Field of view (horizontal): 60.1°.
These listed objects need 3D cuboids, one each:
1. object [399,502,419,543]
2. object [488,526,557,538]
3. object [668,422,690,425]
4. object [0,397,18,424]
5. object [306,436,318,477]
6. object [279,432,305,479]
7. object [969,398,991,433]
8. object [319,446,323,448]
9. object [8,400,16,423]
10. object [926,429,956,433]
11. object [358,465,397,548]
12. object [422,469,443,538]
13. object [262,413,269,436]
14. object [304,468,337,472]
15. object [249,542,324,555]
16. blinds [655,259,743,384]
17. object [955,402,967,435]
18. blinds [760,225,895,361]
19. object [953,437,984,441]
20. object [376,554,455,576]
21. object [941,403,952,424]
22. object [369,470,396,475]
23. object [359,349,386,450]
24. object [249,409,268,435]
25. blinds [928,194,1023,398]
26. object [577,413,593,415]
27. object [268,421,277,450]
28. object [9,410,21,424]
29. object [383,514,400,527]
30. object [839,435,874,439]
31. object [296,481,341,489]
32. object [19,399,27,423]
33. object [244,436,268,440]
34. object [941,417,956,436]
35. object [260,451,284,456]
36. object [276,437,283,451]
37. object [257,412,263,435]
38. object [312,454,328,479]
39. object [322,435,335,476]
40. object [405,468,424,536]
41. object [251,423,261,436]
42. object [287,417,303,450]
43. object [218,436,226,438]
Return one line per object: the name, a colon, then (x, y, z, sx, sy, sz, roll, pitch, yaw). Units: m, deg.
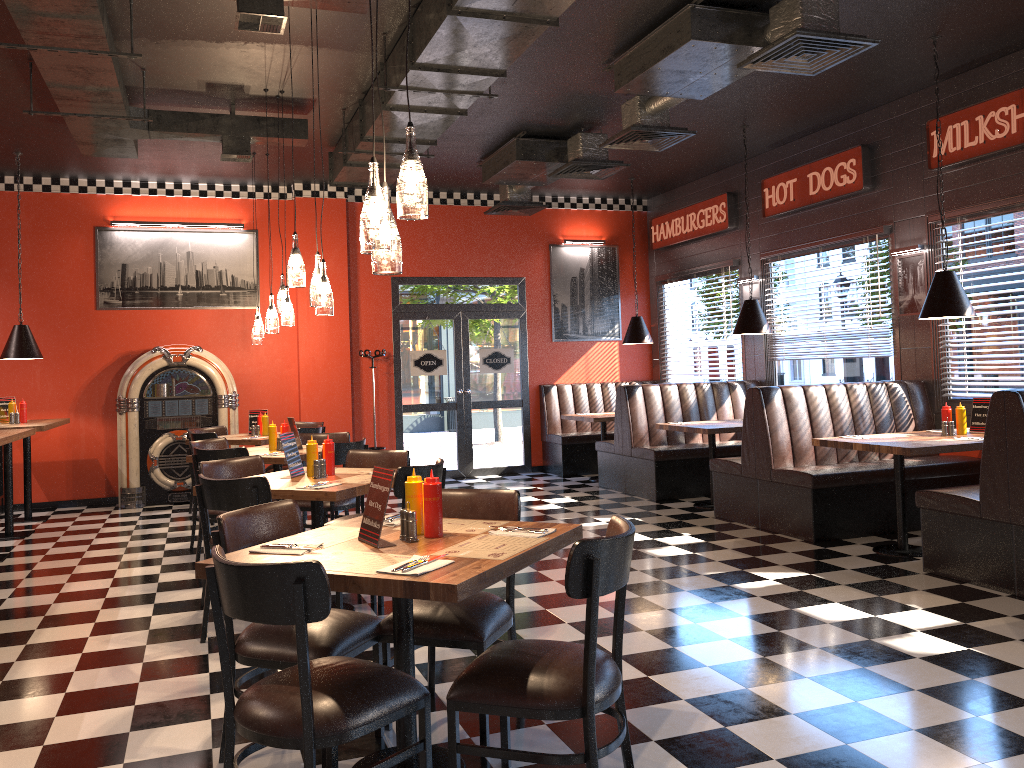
object: (-0.360, 0.478, 3.083, 0.047, 0.136, 0.093, -1, -1, -30)
object: (0.018, 0.522, 3.165, 0.255, 0.019, 0.157, -1, 1, 29)
object: (1.638, 0.380, 8.652, 0.157, 0.019, 0.255, -2, 1, -14)
object: (-4.917, 0.255, 8.634, 0.072, 0.257, 0.188, -3, -1, 30)
object: (-1.163, 0.419, 5.162, 0.068, 0.238, 0.068, -2, -2, -14)
object: (-1.288, 0.414, 5.189, 0.072, 0.257, 0.188, -2, -1, 10)
object: (3.472, 0.232, 6.526, 0.072, 0.257, 0.188, -1, -1, -30)
object: (-1.472, 0.507, 7.234, 0.255, 0.019, 0.157, -1, 1, 28)
object: (-4.836, 0.262, 8.574, 0.068, 0.238, 0.068, -1, -2, -26)
object: (3.296, 0.355, 6.725, 0.157, 0.019, 0.255, -2, 1, -24)
object: (-0.470, 0.420, 3.062, 0.072, 0.257, 0.188, -1, -1, -30)
object: (-0.281, 0.422, 3.139, 0.068, 0.238, 0.068, -3, -2, 23)
object: (-2.501, 0.403, 8.988, 0.068, 0.238, 0.068, -1, -2, -22)
object: (-1.206, 0.526, 5.453, 0.157, 0.019, 0.255, -2, 1, 18)
object: (-0.741, 0.550, 2.989, 0.255, 0.019, 0.157, -2, 1, 20)
blinds: (2.326, -0.637, 11.162, 0.099, 1.636, 1.867, -1, 0, -20)
object: (3.262, 0.250, 6.436, 0.068, 0.238, 0.068, -2, -1, 4)
blinds: (3.121, -0.843, 8.914, 0.100, 1.207, 1.867, -1, 0, -20)
object: (3.128, 0.371, 6.039, 0.157, 0.019, 0.255, -2, 1, -21)
object: (-0.279, 0.540, 2.674, 0.157, 0.019, 0.255, -1, 1, 28)
object: (3.173, 0.253, 6.463, 0.068, 0.238, 0.068, -2, -1, 4)
object: (-0.732, 0.515, 5.182, 0.255, 0.019, 0.157, -2, 1, 25)
object: (-1.667, 0.411, 10.730, 0.374, 1.660, 0.374, -2, -2, 3)
object: (-2.620, 0.395, 9.145, 0.188, 0.257, 0.072, -2, -1, -10)
blinds: (3.927, -0.660, 6.662, 0.101, 1.554, 1.867, -1, 0, -20)
object: (0.906, 0.368, 10.936, 0.157, 0.019, 0.255, -2, 1, -19)
object: (-1.926, 0.413, 7.138, 0.068, 0.238, 0.068, -2, -2, -14)
object: (-4.759, 0.314, 8.476, 0.094, 0.136, 0.046, -1, -2, -40)
object: (-0.484, 0.534, 3.472, 0.157, 0.019, 0.255, -1, 1, 26)
object: (2.522, 0.385, 6.460, 0.157, 0.019, 0.255, -2, 1, -19)
object: (-1.010, 0.532, 4.699, 0.157, 0.019, 0.255, -1, 1, 28)
object: (-4.745, 0.259, 8.596, 0.068, 0.238, 0.068, -1, -2, -26)
object: (-2.483, 0.519, 8.596, 0.157, 0.019, 0.255, -1, 1, 29)
object: (3.137, 0.307, 6.378, 0.093, 0.136, 0.046, -2, -1, 5)
object: (-1.793, 0.526, 6.715, 0.157, 0.019, 0.255, -1, 1, 27)
object: (-1.853, 0.464, 7.068, 0.047, 0.136, 0.093, -1, -1, -30)
object: (-2.565, 0.404, 9.055, 0.068, 0.238, 0.068, -1, -2, -22)
object: (-1.101, 0.471, 5.077, 0.046, 0.136, 0.094, -3, -1, 30)
object: (-1.074, 0.416, 5.192, 0.068, 0.238, 0.068, -2, -2, -14)
object: (-0.351, 0.423, 3.201, 0.068, 0.238, 0.068, -2, -1, -5)
object: (-2.594, 0.459, 8.968, 0.094, 0.136, 0.046, -2, -1, -20)
object: (-1.756, 0.398, 7.173, 0.072, 0.257, 0.188, -1, -1, -30)
object: (-2.976, 0.531, 8.888, 0.255, 0.019, 0.157, -1, 1, 28)
